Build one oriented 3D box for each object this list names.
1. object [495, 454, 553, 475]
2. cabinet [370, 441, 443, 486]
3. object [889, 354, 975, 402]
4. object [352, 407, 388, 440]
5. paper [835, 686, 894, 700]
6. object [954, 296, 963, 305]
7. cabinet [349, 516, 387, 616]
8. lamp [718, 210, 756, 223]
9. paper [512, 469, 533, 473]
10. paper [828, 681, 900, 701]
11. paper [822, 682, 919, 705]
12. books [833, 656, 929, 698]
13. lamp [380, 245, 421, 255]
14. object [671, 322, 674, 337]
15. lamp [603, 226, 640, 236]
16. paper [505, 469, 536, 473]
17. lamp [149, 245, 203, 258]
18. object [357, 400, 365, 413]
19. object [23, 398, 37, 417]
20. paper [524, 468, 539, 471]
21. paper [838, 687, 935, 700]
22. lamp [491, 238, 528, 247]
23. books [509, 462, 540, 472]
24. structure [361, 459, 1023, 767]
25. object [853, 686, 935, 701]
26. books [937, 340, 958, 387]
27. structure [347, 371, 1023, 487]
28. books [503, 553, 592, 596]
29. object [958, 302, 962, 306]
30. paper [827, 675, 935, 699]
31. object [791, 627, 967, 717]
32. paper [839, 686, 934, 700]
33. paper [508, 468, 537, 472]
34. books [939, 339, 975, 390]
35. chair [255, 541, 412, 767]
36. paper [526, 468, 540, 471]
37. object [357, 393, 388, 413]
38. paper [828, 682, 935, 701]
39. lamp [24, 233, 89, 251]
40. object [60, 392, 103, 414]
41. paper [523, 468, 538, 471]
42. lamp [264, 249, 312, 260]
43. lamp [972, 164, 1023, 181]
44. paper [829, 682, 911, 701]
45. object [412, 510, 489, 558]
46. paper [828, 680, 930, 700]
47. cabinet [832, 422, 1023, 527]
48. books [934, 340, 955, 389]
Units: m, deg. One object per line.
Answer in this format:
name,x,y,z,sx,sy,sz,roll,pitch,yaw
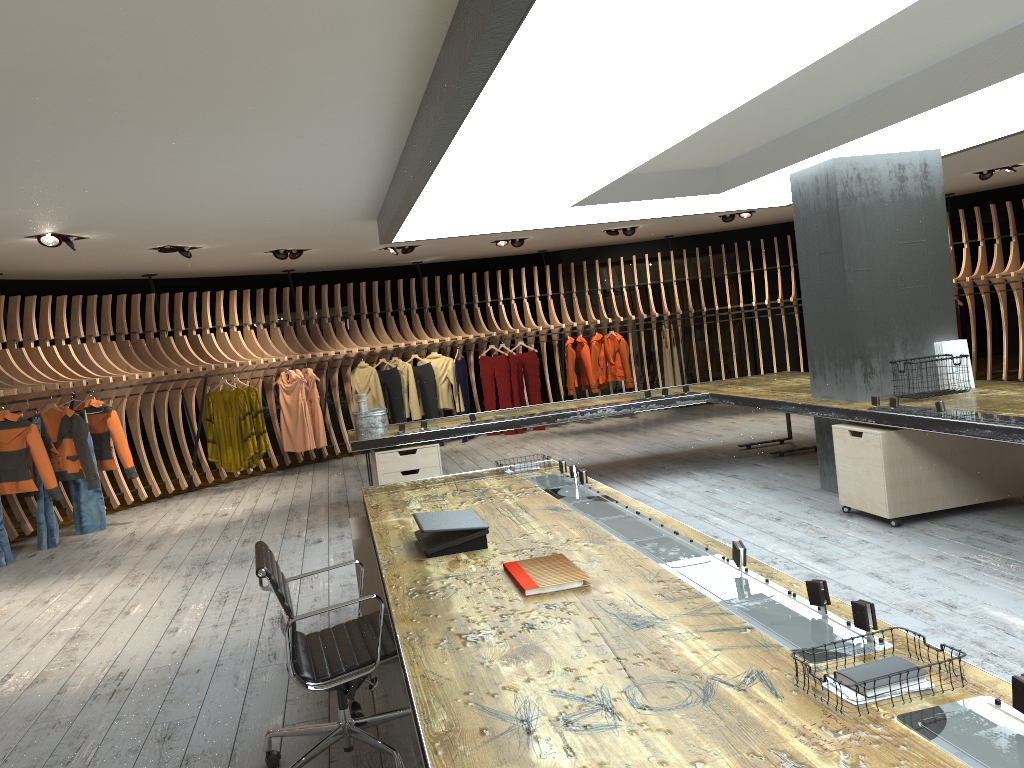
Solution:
object,0.068,0.471,5.152,0.302,0.074,0.217,-8,4,-17
cabinet,-1.013,0.860,8.413,0.594,0.630,1.132,-7,3,-11
object,2.994,-0.048,6.340,0.459,0.289,0.330,-7,3,-9
object,-1.302,0.362,8.147,0.303,0.239,0.498,-7,3,-11
paper,0.762,0.619,1.847,0.176,0.004,0.130,-7,4,-7
object,5.995,-1.184,12.078,0.526,0.270,0.012,-9,4,-36
cabinet,-0.263,0.999,4.789,1.132,0.630,0.594,-7,3,-11
lamp,3.074,-2.364,12.131,0.492,0.292,0.270,-5,3,21
paper,0.068,0.495,5.153,0.176,0.004,0.130,-7,4,-9
paper,0.762,0.620,1.847,0.176,0.004,0.130,-7,4,-8
paper,0.750,0.624,1.840,0.176,0.003,0.130,-7,4,-13
books,0.767,0.606,1.844,0.155,0.025,0.110,-8,4,-16
lamp,-1.446,-1.799,11.413,0.493,0.284,0.269,-9,4,-31
object,2.459,-0.869,13.630,0.012,0.270,0.526,-6,3,9
lamp,1.513,-2.195,12.374,0.493,0.298,0.269,-7,3,-3
paper,0.056,0.499,5.146,0.176,0.003,0.130,-7,4,-13
lamp,-3.418,-1.414,8.992,0.269,0.293,0.493,-5,3,21
object,-1.357,0.204,7.989,0.062,0.108,0.062,-4,4,44
object,-4.634,0.258,8.504,0.023,0.243,0.549,-7,3,-15
paper,0.068,0.494,5.153,0.176,0.004,0.130,-7,4,-5
paper,0.762,0.621,1.847,0.176,0.004,0.130,-7,4,-3
lamp,-0.034,-2.000,12.110,0.493,0.296,0.269,-8,3,-18
books,0.073,0.480,5.150,0.155,0.025,0.110,-8,4,-16
structure,0.784,1.056,0.192,1.162,0.843,10.456,-7,4,-11
object,0.762,0.621,1.847,0.176,0.004,0.130,-7,4,-7
books,3.289,-0.138,6.588,0.215,0.367,0.075,-7,3,-11
structure,2.614,0.834,0.348,4.838,0.843,18.483,-7,4,-11
books,0.108,0.622,2.911,0.213,0.026,0.366,-7,4,-11
object,5.922,-1.180,12.148,0.525,0.270,0.012,-7,3,-11
paper,0.762,0.618,1.847,0.176,0.004,0.130,-7,4,-5
object,0.761,0.595,1.846,0.302,0.071,0.209,-8,4,-17
paper,0.762,0.619,1.847,0.176,0.004,0.130,-7,4,-5
paper,0.068,0.493,5.153,0.176,0.004,0.130,-7,4,-5
books,3.295,-0.137,6.561,0.215,0.367,0.073,-7,3,-11
chair,-0.618,1.014,3.361,0.668,0.859,0.693,-8,3,-25
paper,0.068,0.495,5.153,0.176,0.004,0.130,-7,4,-3
object,-1.274,0.181,8.093,0.263,0.204,0.088,-7,3,-13
paper,0.762,0.620,1.847,0.176,0.004,0.130,-7,4,-9
lamp,-3.830,-1.270,7.466,0.269,0.296,0.493,-6,3,8
object,-4.487,0.205,9.078,0.550,0.243,0.023,-9,3,-35
paper,0.068,0.493,5.153,0.176,0.004,0.130,-7,4,-7
lamp,-2.619,-1.590,10.358,0.269,0.297,0.493,-4,4,38
lamp,5.714,-2.565,10.436,0.270,0.292,0.492,-10,4,-44
paper,0.762,0.620,1.847,0.176,0.004,0.130,-7,4,-8
object,-0.246,0.582,3.532,0.261,0.111,0.373,-7,4,-11
paper,0.762,0.619,1.847,0.176,0.004,0.130,-7,4,-7
cabinet,2.917,0.545,6.139,1.132,0.630,0.594,-7,3,-11
books,3.280,-0.140,6.630,0.215,0.368,0.047,-7,3,-11
